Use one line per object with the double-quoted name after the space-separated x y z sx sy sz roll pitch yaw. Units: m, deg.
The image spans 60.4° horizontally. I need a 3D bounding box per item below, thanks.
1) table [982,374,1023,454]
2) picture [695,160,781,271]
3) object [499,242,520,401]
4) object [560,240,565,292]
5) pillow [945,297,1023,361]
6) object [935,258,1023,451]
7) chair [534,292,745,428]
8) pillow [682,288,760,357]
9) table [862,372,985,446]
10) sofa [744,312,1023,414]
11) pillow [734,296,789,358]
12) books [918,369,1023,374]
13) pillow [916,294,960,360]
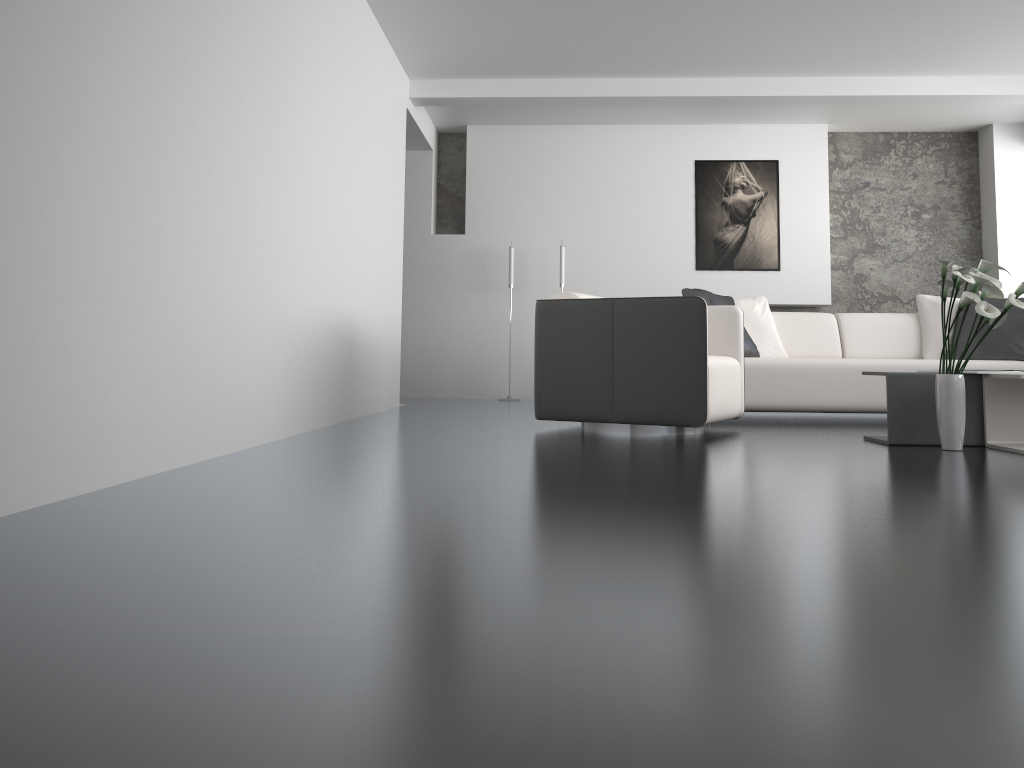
2.516 0.123 3.641 0.968 0.317 0.296 1 -2 1 "table"
2.020 -1.513 7.891 0.746 1.014 0.004 1 -5 3 "picture"
-0.012 -0.557 7.718 0.180 1.408 0.178 0 -5 3 "object"
0.429 -0.549 7.591 0.180 1.408 0.178 0 -5 3 "object"
3.111 -0.354 5.652 0.332 0.440 0.550 3 -2 -41 "pillow"
1.918 -0.127 3.620 0.377 0.804 0.443 2 -4 -14 "object"
0.674 -0.144 4.633 0.918 0.667 0.763 0 -1 28 "chair"
1.359 -0.386 5.664 0.563 0.453 0.277 2 -3 -43 "pillow"
2.268 0.111 3.963 1.257 0.317 0.296 1 -2 1 "table"
2.225 -0.156 5.795 2.238 0.667 0.914 1 -1 1 "sofa"
1.521 -0.359 5.923 0.584 0.504 0.321 1 -3 -7 "pillow"
2.181 -0.056 3.981 0.548 0.017 0.357 0 2 -17 "books"
3.029 -0.358 5.915 0.587 0.512 0.296 1 -4 7 "pillow"
